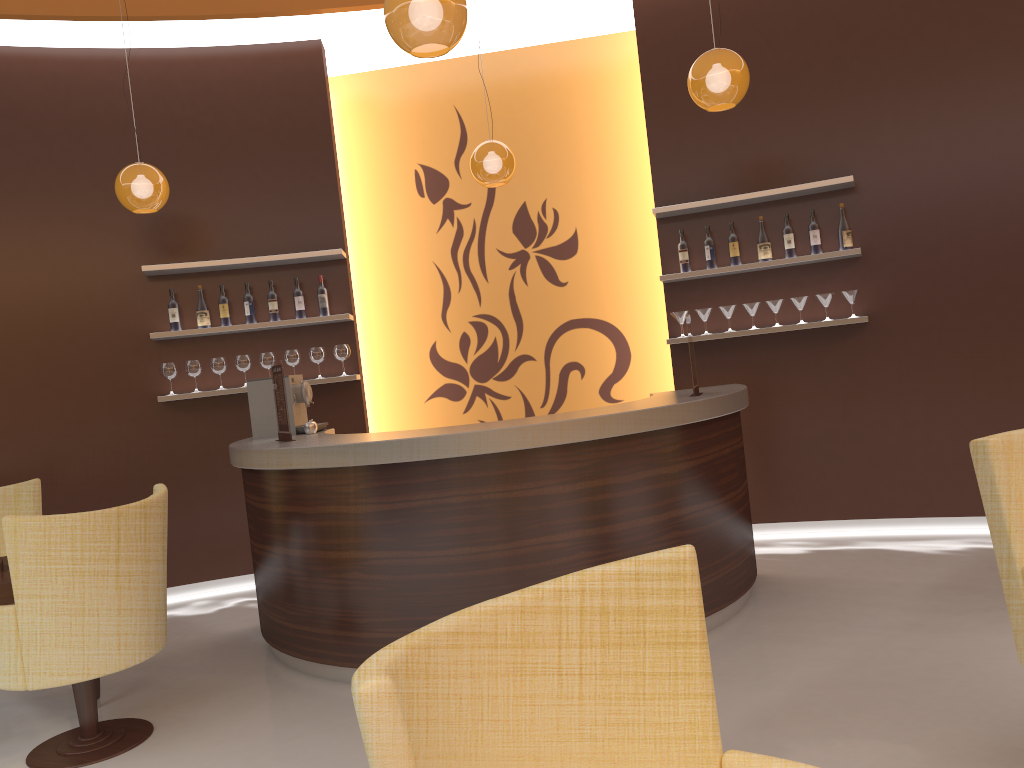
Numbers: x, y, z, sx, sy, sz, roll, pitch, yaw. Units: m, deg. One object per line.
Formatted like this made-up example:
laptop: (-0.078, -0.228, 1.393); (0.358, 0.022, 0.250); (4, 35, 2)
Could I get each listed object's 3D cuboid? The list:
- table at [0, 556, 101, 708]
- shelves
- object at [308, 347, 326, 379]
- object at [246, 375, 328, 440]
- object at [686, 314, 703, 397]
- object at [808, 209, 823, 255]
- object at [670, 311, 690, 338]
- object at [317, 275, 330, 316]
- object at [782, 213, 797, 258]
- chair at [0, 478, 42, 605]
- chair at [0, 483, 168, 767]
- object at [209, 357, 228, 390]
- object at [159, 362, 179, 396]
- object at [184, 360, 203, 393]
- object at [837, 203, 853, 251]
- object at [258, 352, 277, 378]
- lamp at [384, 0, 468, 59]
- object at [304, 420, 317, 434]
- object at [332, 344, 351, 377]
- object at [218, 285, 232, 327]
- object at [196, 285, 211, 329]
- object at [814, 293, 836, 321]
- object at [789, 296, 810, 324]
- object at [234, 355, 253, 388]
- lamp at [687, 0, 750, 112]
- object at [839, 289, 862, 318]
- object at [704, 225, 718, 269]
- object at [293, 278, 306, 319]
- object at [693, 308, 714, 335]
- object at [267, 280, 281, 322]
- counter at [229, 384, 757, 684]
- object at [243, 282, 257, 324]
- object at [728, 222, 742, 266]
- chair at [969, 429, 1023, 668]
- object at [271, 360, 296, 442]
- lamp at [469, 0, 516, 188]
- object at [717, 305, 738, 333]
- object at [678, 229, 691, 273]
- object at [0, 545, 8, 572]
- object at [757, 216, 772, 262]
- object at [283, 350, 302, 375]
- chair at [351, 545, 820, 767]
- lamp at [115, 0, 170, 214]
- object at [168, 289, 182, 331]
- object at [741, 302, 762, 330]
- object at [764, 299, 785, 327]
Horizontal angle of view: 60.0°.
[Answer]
table: (-2.355, 1.202, 4.139); (0.874, 0.679, 0.872); (-6, 1, 4)
shelves: (-0.104, -0.589, 5.936); (4.744, 0.902, 0.586); (-6, 1, 5)
object: (-1.352, -0.144, 6.189); (0.125, 0.221, 0.125); (-7, 1, -17)
object: (-1.293, 0.123, 5.143); (0.373, 0.340, 0.270); (-6, 1, 3)
object: (0.919, -0.151, 4.520); (0.052, 0.414, 0.258); (-6, 1, 17)
object: (1.933, -0.966, 5.664); (0.073, 0.297, 0.073); (-7, 1, -4)
object: (1.139, -0.398, 5.957); (0.137, 0.174, 0.137); (-6, 1, 13)
object: (-1.320, -0.610, 6.184); (0.073, 0.297, 0.073); (-7, 1, -33)
object: (1.785, -0.950, 5.720); (0.073, 0.297, 0.073); (-7, 1, -4)
chair: (-2.859, 1.074, 4.766); (0.729, 1.017, 0.685); (-7, 2, -35)
chair: (-1.749, 0.974, 3.618); (0.685, 1.017, 0.729); (-6, 1, 26)
object: (-2.003, -0.068, 6.078); (0.125, 0.221, 0.125); (-7, 1, -17)
object: (-2.313, -0.031, 6.001); (0.125, 0.221, 0.125); (-7, 1, -17)
object: (-2.161, -0.049, 6.042); (0.125, 0.221, 0.125); (-7, 1, -17)
object: (2.095, -0.988, 5.598); (0.086, 0.303, 0.086); (-7, 1, -28)
object: (-1.684, -0.105, 6.140); (0.125, 0.221, 0.125); (-7, 1, -17)
lamp: (-0.375, -1.930, 3.143); (0.299, 1.500, 0.299); (-6, 1, 26)
object: (-1.123, 0.240, 4.943); (0.075, 0.077, 0.075); (-6, 1, 17)
object: (-1.184, -0.163, 6.198); (0.125, 0.221, 0.125); (-7, 1, -17)
object: (-1.977, -0.534, 6.091); (0.073, 0.297, 0.073); (-6, 1, 17)
object: (-2.117, -0.522, 6.064); (0.086, 0.303, 0.086); (-6, 1, 27)
object: (2.010, -0.489, 5.672); (0.137, 0.174, 0.137); (-7, 1, -17)
object: (1.865, -0.473, 5.729); (0.137, 0.174, 0.137); (-6, 1, 23)
object: (-1.844, -0.087, 6.109); (0.125, 0.221, 0.125); (-7, 1, -17)
lamp: (0.947, -2.106, 4.352); (0.299, 1.500, 0.299); (-7, 1, -24)
object: (2.155, -0.504, 5.617); (0.137, 0.174, 0.137); (-6, 1, 23)
object: (1.311, -0.900, 5.873); (0.073, 0.297, 0.073); (-7, 1, -4)
object: (-1.483, -0.591, 6.167); (0.073, 0.297, 0.073); (-5, 2, 45)
object: (1.288, -0.414, 5.916); (0.137, 0.174, 0.137); (-6, 1, 13)
object: (-1.655, -0.571, 6.144); (0.073, 0.297, 0.073); (-7, 1, -33)
counter: (-0.100, 0.727, 4.513); (2.917, 1.100, 1.586); (-6, 1, 3)
object: (-1.814, -0.553, 6.121); (0.073, 0.297, 0.073); (-7, 1, -33)
object: (1.460, -0.916, 5.832); (0.073, 0.297, 0.073); (-8, 2, -45)
chair: (1.709, 0.610, 2.445); (0.729, 1.017, 0.685); (-7, 1, -25)
object: (-1.192, 0.087, 4.569); (0.052, 0.414, 0.258); (-7, 1, -28)
lamp: (-0.191, -2.005, 5.611); (0.299, 1.500, 0.299); (-7, 1, -24)
object: (1.437, -0.430, 5.874); (0.137, 0.174, 0.137); (-6, 1, 23)
object: (1.146, -0.882, 5.917); (0.073, 0.297, 0.073); (-7, 1, -4)
object: (-2.402, 0.696, 4.141); (0.042, 0.335, 0.209); (-7, 1, -28)
object: (1.638, -0.940, 5.780); (0.086, 0.303, 0.086); (-6, 1, 31)
object: (-1.519, -0.125, 6.165); (0.125, 0.221, 0.125); (-7, 1, -17)
chair: (0.217, 0.806, 1.196); (0.685, 1.017, 0.729); (-5, 2, 45)
lamp: (-2.249, -1.764, 5.217); (0.299, 1.500, 0.299); (-6, 1, 26)
object: (-2.288, -0.496, 6.003); (0.073, 0.297, 0.073); (-7, 1, -33)
object: (1.582, -0.444, 5.825); (0.137, 0.174, 0.137); (-6, 1, 23)
object: (1.721, -0.458, 5.781); (0.137, 0.174, 0.137); (-6, 1, 23)
